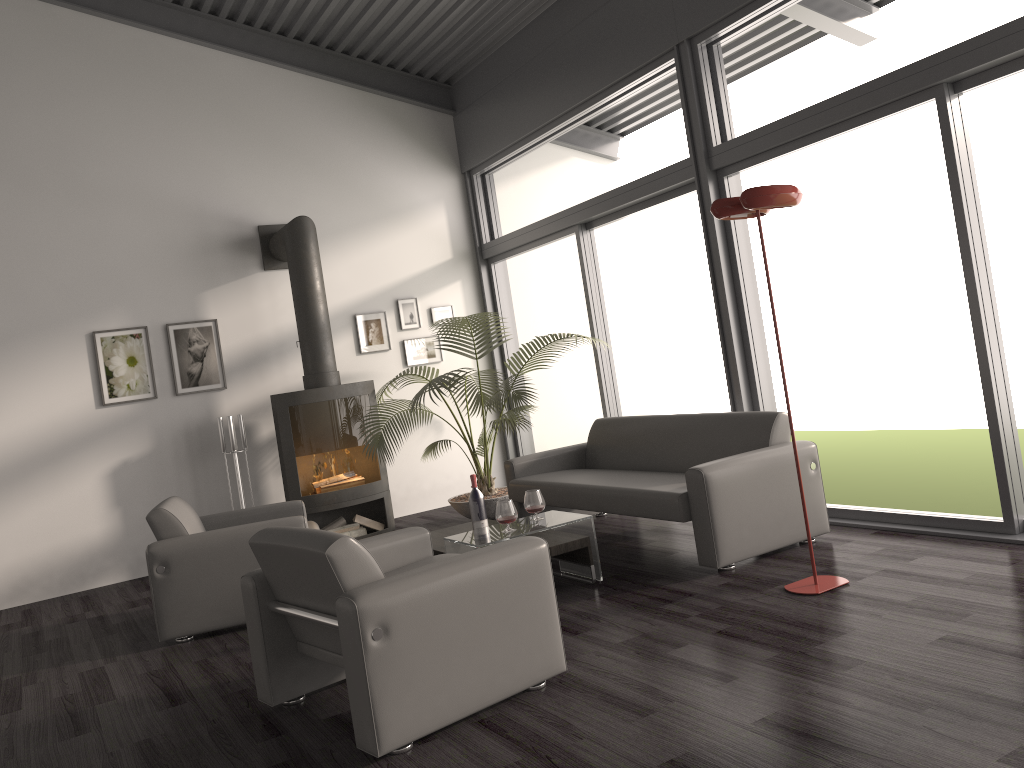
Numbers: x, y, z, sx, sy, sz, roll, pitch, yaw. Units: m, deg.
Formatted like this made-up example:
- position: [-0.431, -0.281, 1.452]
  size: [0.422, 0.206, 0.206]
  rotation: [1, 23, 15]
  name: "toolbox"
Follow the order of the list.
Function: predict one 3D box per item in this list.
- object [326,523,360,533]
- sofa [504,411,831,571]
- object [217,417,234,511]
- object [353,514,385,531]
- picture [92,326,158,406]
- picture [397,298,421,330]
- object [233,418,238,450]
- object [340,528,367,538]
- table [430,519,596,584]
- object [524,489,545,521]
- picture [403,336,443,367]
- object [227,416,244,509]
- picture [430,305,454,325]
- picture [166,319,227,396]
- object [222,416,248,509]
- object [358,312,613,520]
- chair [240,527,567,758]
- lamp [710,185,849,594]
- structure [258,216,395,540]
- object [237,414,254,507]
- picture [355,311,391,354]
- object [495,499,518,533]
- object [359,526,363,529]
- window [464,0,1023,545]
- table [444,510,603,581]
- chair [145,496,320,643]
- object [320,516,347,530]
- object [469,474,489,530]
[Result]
- position: [-1.334, 1.158, 7.004]
  size: [0.258, 0.068, 0.072]
  rotation: [-9, 0, -30]
  name: "object"
- position: [0.795, 0.599, 5.493]
  size: [0.904, 0.717, 2.109]
  rotation: [-9, 1, -29]
  name: "sofa"
- position: [-2.203, 0.748, 6.847]
  size: [0.042, 0.984, 0.116]
  rotation: [-9, -1, 36]
  name: "object"
- position: [-1.154, 1.122, 7.143]
  size: [0.254, 0.186, 0.071]
  rotation: [-9, -1, -28]
  name: "object"
- position: [-3.006, -0.143, 6.891]
  size: [0.395, 0.578, 0.026]
  rotation: [-8, -1, -29]
  name: "picture"
- position: [-0.938, -0.641, 8.087]
  size: [0.191, 0.280, 0.015]
  rotation: [-8, -1, -29]
  name: "picture"
- position: [-2.132, 0.768, 7.011]
  size: [0.041, 1.049, 0.113]
  rotation: [-9, -1, 16]
  name: "object"
- position: [-1.283, 1.198, 6.980]
  size: [0.267, 0.082, 0.092]
  rotation: [-9, 0, -28]
  name: "object"
- position: [-0.128, 0.987, 4.959]
  size: [0.602, 0.250, 1.197]
  rotation: [-9, 1, -29]
  name: "table"
- position: [0.121, 0.647, 4.740]
  size: [0.116, 0.156, 0.115]
  rotation: [-8, 0, -39]
  name: "object"
- position: [-0.812, -0.304, 8.123]
  size: [0.360, 0.245, 0.015]
  rotation: [-9, -1, -29]
  name: "picture"
- position: [-2.047, 0.745, 6.801]
  size: [0.166, 1.021, 0.078]
  rotation: [-9, -1, 22]
  name: "object"
- position: [-0.645, -0.641, 8.249]
  size: [0.222, 0.166, 0.015]
  rotation: [-9, -1, -29]
  name: "picture"
- position: [-2.544, -0.219, 7.154]
  size: [0.395, 0.578, 0.026]
  rotation: [-8, -1, -29]
  name: "picture"
- position: [-2.117, 0.806, 6.901]
  size: [0.400, 1.126, 0.401]
  rotation: [-9, -1, 20]
  name: "object"
- position: [-0.350, 0.262, 7.040]
  size: [1.723, 1.667, 2.113]
  rotation: [-9, 0, -35]
  name: "object"
- position: [-0.421, 0.828, 3.421]
  size: [0.912, 0.718, 0.960]
  rotation: [-9, 1, -39]
  name: "chair"
- position: [1.231, 0.018, 3.988]
  size: [0.365, 1.789, 0.352]
  rotation: [-8, -1, -29]
  name: "lamp"
- position: [-1.704, -0.051, 7.421]
  size: [0.820, 2.676, 1.113]
  rotation: [-8, -1, -29]
  name: "structure"
- position: [-2.055, 0.759, 6.946]
  size: [0.074, 1.053, 0.145]
  rotation: [-9, -1, 22]
  name: "object"
- position: [-1.237, -0.460, 7.903]
  size: [0.289, 0.352, 0.015]
  rotation: [-9, -1, -29]
  name: "picture"
- position: [-0.028, 0.674, 4.538]
  size: [0.116, 0.156, 0.115]
  rotation: [-9, 0, -21]
  name: "object"
- position: [-1.316, 1.201, 7.063]
  size: [0.266, 0.086, 0.085]
  rotation: [-9, 0, -28]
  name: "object"
- position: [2.233, -0.989, 4.347]
  size: [0.386, 3.473, 9.720]
  rotation: [-8, 1, -29]
  name: "window"
- position: [0.057, 0.911, 4.611]
  size: [0.682, 0.342, 0.399]
  rotation: [-9, 0, -29]
  name: "table"
- position: [-1.580, 0.967, 5.192]
  size: [0.911, 0.718, 0.962]
  rotation: [-9, 0, -14]
  name: "chair"
- position: [-1.455, 1.168, 7.038]
  size: [0.306, 0.192, 0.104]
  rotation: [-9, 0, -28]
  name: "object"
- position: [-0.189, 0.684, 4.898]
  size: [0.093, 0.371, 0.093]
  rotation: [-8, -1, -30]
  name: "object"
